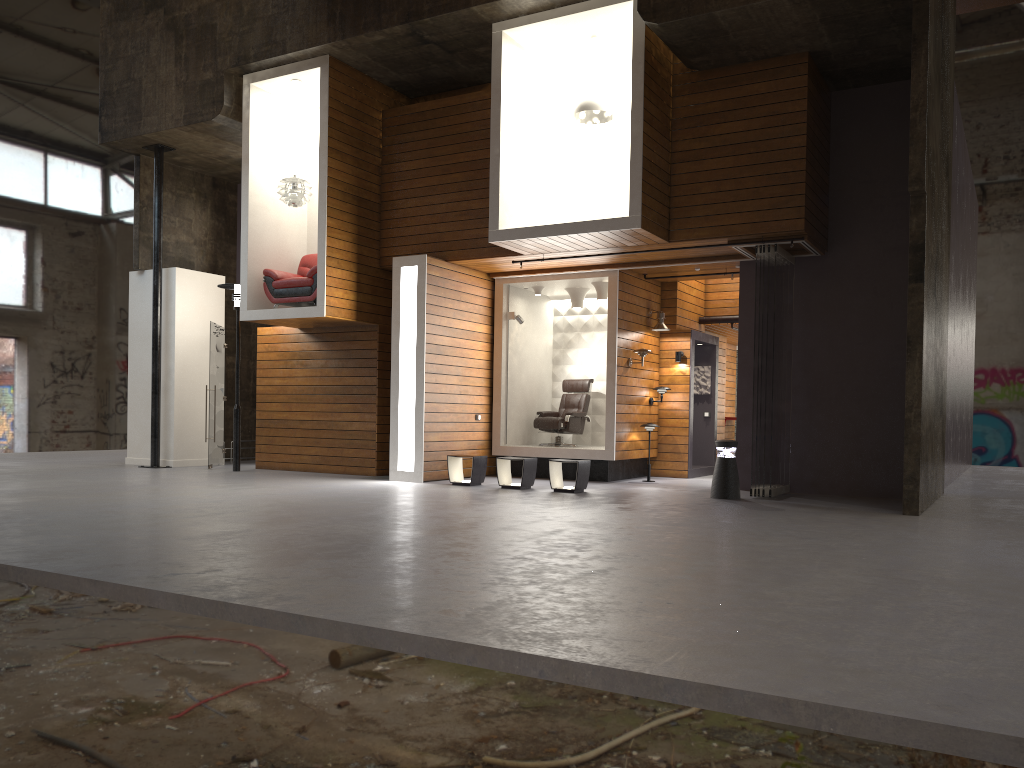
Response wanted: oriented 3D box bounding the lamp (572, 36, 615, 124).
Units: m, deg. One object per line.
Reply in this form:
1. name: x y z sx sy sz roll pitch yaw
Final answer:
1. lamp: 1.017 -3.806 10.997 0.530 0.987 0.530 1 0 42

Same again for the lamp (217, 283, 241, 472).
1. lamp: -4.200 -0.059 13.562 0.630 2.949 0.629 1 1 -19

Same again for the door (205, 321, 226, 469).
1. door: -4.792 0.194 14.418 0.146 2.305 1.285 1 0 -7

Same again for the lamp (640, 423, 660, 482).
1. lamp: 2.009 0.998 12.967 0.287 0.863 0.287 1 1 16

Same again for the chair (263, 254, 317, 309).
1. chair: -2.873 -1.508 12.860 1.200 0.938 0.953 0 -1 30

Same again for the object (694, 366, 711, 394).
1. object: 3.162 -0.064 14.934 0.380 0.478 0.048 1 1 30

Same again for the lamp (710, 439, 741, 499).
1. lamp: 2.534 1.002 10.488 0.348 0.696 0.348 1 0 36

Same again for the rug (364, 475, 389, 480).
1. rug: -1.553 1.366 13.135 0.540 0.014 1.578 0 -2 30

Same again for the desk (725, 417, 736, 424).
1. desk: 4.775 1.173 17.992 0.844 0.985 1.717 1 -1 30

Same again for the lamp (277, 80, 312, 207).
1. lamp: -3.065 -3.410 12.536 0.512 1.775 0.487 1 1 -6

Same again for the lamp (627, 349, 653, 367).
1. lamp: 1.855 -0.380 12.791 0.351 0.271 0.288 0 -1 30

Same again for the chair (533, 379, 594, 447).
1. chair: 0.813 0.443 14.001 0.755 1.072 0.825 1 0 45

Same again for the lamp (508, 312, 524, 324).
1. lamp: 0.063 -1.003 13.459 0.249 0.188 0.129 1 0 -1

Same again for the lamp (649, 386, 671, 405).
1. lamp: 2.277 0.177 13.575 0.326 0.297 0.288 1 -1 30

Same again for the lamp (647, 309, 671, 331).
1. lamp: 2.234 -0.979 13.432 0.346 0.331 0.294 1 -1 32
